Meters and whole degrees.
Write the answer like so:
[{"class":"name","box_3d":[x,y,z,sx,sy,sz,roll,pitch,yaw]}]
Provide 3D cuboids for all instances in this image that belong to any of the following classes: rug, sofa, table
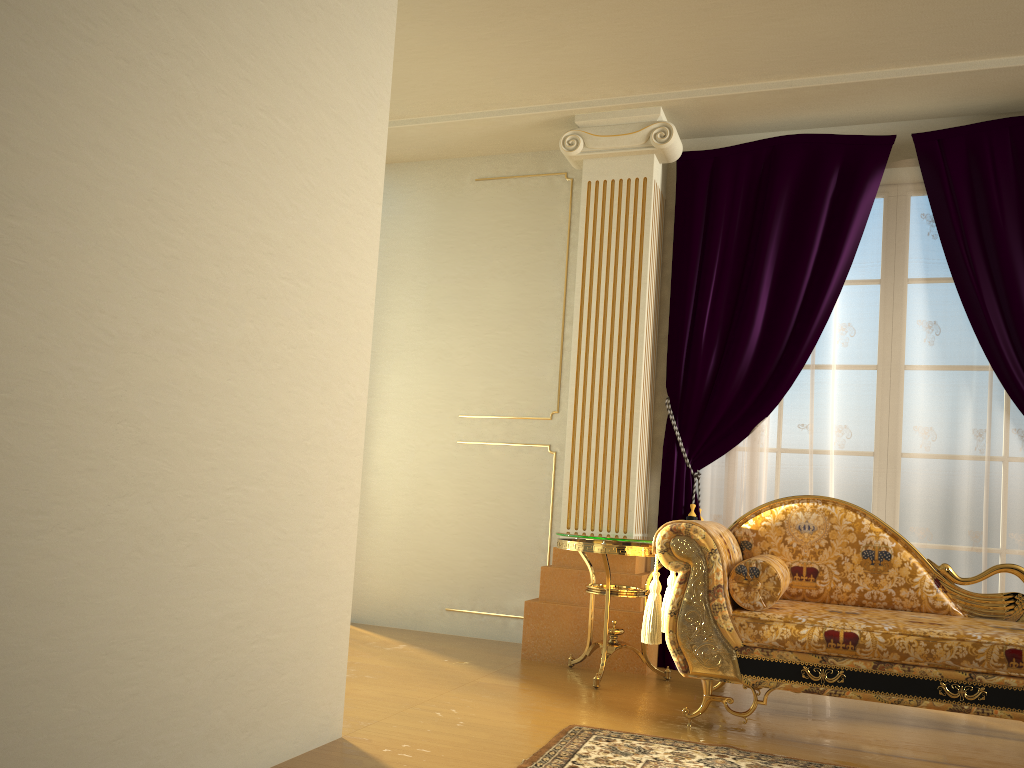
[{"class":"rug","box_3d":[0.668,0.959,1.266,2.115,0.017,3.101,1,-8,20]},{"class":"sofa","box_3d":[1.464,0.844,3.176,1.892,0.866,0.698,1,-6,20]},{"class":"table","box_3d":[0.462,1.004,3.964,0.573,0.639,0.573,6,-6,-24]}]

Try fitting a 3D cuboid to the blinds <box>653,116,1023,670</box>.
[{"class":"blinds","box_3d":[1.790,0.110,4.160,2.233,2.639,0.341,2,-4,21]}]
